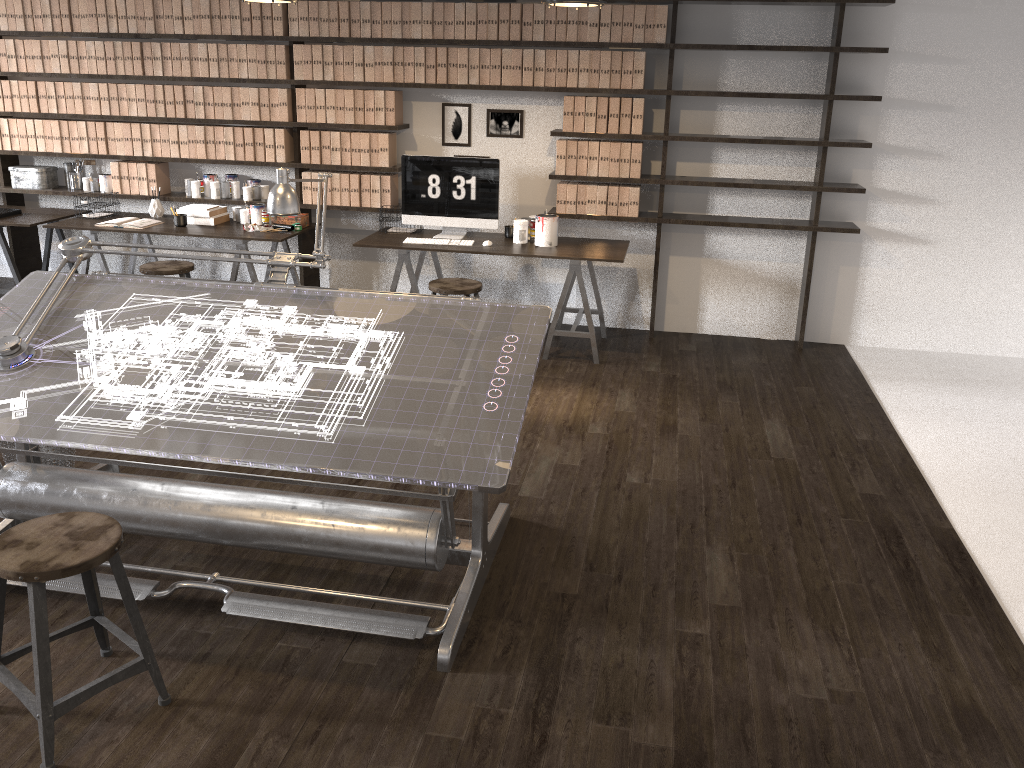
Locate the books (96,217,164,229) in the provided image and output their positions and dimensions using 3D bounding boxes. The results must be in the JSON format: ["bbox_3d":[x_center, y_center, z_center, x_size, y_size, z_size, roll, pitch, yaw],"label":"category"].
[{"bbox_3d":[-2.565,-1.084,5.940,0.355,0.029,0.260,5,20,10],"label":"books"}]

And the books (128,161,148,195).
[{"bbox_3d":[-2.673,-1.486,6.379,0.067,0.222,0.177,4,18,9],"label":"books"}]

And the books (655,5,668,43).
[{"bbox_3d":[0.921,-2.208,5.454,0.067,0.222,0.177,4,18,9],"label":"books"}]

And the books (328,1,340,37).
[{"bbox_3d":[-1.139,-2.384,5.807,0.067,0.222,0.177,4,18,9],"label":"books"}]

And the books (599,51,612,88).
[{"bbox_3d":[0.594,-1.981,5.583,0.067,0.222,0.177,4,18,9],"label":"books"}]

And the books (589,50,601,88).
[{"bbox_3d":[0.529,-1.988,5.599,0.067,0.222,0.177,4,18,9],"label":"books"}]

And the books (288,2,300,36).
[{"bbox_3d":[-1.409,-2.406,5.850,0.067,0.222,0.177,4,18,9],"label":"books"}]

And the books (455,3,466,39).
[{"bbox_3d":[-0.313,-2.313,5.663,0.067,0.222,0.177,4,18,9],"label":"books"}]

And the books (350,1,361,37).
[{"bbox_3d":[-0.993,-2.372,5.782,0.067,0.222,0.177,4,18,9],"label":"books"}]

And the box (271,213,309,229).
[{"bbox_3d":[-1.492,-1.160,5.951,0.212,0.204,0.139,5,18,10],"label":"box"}]

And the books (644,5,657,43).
[{"bbox_3d":[0.859,-2.213,5.466,0.067,0.222,0.177,4,18,9],"label":"books"}]

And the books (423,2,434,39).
[{"bbox_3d":[-0.519,-2.330,5.697,0.067,0.222,0.177,4,18,9],"label":"books"}]

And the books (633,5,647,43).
[{"bbox_3d":[0.793,-2.217,5.472,0.067,0.222,0.177,4,18,9],"label":"books"}]

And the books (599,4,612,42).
[{"bbox_3d":[0.587,-2.235,5.509,0.067,0.222,0.177,4,18,9],"label":"books"}]

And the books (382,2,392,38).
[{"bbox_3d":[-0.783,-2.354,5.746,0.067,0.222,0.177,4,18,9],"label":"books"}]

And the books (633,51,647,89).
[{"bbox_3d":[0.800,-1.964,5.550,0.067,0.222,0.177,4,18,9],"label":"books"}]

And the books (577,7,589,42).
[{"bbox_3d":[0.455,-2.248,5.535,0.067,0.222,0.177,4,18,9],"label":"books"}]

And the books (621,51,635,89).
[{"bbox_3d":[0.731,-1.971,5.565,0.067,0.222,0.177,4,18,9],"label":"books"}]

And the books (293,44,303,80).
[{"bbox_3d":[-1.393,-2.151,5.925,0.067,0.222,0.177,4,18,9],"label":"books"}]

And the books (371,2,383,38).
[{"bbox_3d":[-0.853,-2.360,5.758,0.067,0.222,0.177,4,18,9],"label":"books"}]

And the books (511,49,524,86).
[{"bbox_3d":[0.047,-2.027,5.676,0.067,0.222,0.177,4,18,9],"label":"books"}]

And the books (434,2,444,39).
[{"bbox_3d":[-0.449,-2.325,5.689,0.067,0.222,0.177,4,18,9],"label":"books"}]

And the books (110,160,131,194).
[{"bbox_3d":[-2.810,-1.496,6.396,0.067,0.222,0.177,4,18,9],"label":"books"}]

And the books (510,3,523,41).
[{"bbox_3d":[0.039,-2.282,5.602,0.067,0.222,0.177,4,18,9],"label":"books"}]

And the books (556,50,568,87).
[{"bbox_3d":[0.327,-2.005,5.633,0.067,0.222,0.177,4,18,9],"label":"books"}]

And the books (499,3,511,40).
[{"bbox_3d":[-0.033,-2.290,5.619,0.067,0.222,0.177,4,18,9],"label":"books"}]

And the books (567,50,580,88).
[{"bbox_3d":[0.395,-1.998,5.618,0.067,0.222,0.177,4,18,9],"label":"books"}]

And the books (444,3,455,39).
[{"bbox_3d":[-0.380,-2.320,5.679,0.067,0.222,0.177,4,18,9],"label":"books"}]

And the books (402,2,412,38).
[{"bbox_3d":[-0.652,-2.342,5.723,0.067,0.222,0.177,4,18,9],"label":"books"}]

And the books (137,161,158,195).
[{"bbox_3d":[-2.604,-1.479,6.363,0.067,0.222,0.177,4,18,9],"label":"books"}]

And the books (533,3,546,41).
[{"bbox_3d":[0.183,-2.270,5.578,0.067,0.222,0.177,4,18,9],"label":"books"}]

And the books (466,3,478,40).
[{"bbox_3d":[-0.242,-2.306,5.648,0.067,0.222,0.177,4,18,9],"label":"books"}]

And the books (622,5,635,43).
[{"bbox_3d":[0.726,-2.226,5.491,0.067,0.222,0.177,4,18,9],"label":"books"}]

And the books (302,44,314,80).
[{"bbox_3d":[-1.332,-2.145,5.910,0.067,0.222,0.177,4,18,9],"label":"books"}]

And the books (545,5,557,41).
[{"bbox_3d":[0.253,-2.266,5.570,0.067,0.222,0.177,4,18,9],"label":"books"}]

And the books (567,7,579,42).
[{"bbox_3d":[0.388,-2.252,5.541,0.067,0.222,0.177,4,18,9],"label":"books"}]

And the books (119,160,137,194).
[{"bbox_3d":[-2.743,-1.492,6.391,0.067,0.222,0.177,4,18,9],"label":"books"}]

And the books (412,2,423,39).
[{"bbox_3d":[-0.590,-2.336,5.711,0.067,0.222,0.177,4,18,9],"label":"books"}]

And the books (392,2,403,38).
[{"bbox_3d":[-0.718,-2.346,5.729,0.067,0.222,0.177,4,18,9],"label":"books"}]

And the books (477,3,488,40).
[{"bbox_3d":[-0.171,-2.299,5.636,0.067,0.222,0.177,4,18,9],"label":"books"}]

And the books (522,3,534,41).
[{"bbox_3d":[0.114,-2.278,5.594,0.067,0.222,0.177,4,18,9],"label":"books"}]

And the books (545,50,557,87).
[{"bbox_3d":[0.259,-2.012,5.647,0.067,0.222,0.177,4,18,9],"label":"books"}]

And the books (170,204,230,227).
[{"bbox_3d":[-2.141,-1.161,6.024,0.294,0.145,0.391,5,19,9],"label":"books"}]

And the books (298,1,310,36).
[{"bbox_3d":[-1.338,-2.399,5.835,0.067,0.222,0.177,4,18,9],"label":"books"}]

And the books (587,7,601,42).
[{"bbox_3d":[0.516,-2.242,5.523,0.067,0.222,0.177,4,18,9],"label":"books"}]

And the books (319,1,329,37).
[{"bbox_3d":[-1.204,-2.389,5.816,0.067,0.222,0.177,4,18,9],"label":"books"}]

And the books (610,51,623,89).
[{"bbox_3d":[0.661,-1.977,5.577,0.067,0.222,0.177,4,18,9],"label":"books"}]

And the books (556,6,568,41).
[{"bbox_3d":[0.323,-2.260,5.558,0.067,0.222,0.177,4,18,9],"label":"books"}]

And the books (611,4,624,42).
[{"bbox_3d":[0.657,-2.231,5.501,0.067,0.222,0.177,4,18,9],"label":"books"}]

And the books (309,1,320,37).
[{"bbox_3d":[-1.267,-2.393,5.822,0.067,0.222,0.177,4,18,9],"label":"books"}]

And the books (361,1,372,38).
[{"bbox_3d":[-0.923,-2.364,5.766,0.067,0.222,0.177,4,18,9],"label":"books"}]

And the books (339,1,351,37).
[{"bbox_3d":[-1.067,-2.376,5.790,0.067,0.222,0.177,4,18,9],"label":"books"}]

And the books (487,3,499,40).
[{"bbox_3d":[-0.108,-2.296,5.630,0.067,0.222,0.177,4,18,9],"label":"books"}]

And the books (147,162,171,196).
[{"bbox_3d":[-2.533,-1.475,6.356,0.067,0.222,0.177,4,18,9],"label":"books"}]
